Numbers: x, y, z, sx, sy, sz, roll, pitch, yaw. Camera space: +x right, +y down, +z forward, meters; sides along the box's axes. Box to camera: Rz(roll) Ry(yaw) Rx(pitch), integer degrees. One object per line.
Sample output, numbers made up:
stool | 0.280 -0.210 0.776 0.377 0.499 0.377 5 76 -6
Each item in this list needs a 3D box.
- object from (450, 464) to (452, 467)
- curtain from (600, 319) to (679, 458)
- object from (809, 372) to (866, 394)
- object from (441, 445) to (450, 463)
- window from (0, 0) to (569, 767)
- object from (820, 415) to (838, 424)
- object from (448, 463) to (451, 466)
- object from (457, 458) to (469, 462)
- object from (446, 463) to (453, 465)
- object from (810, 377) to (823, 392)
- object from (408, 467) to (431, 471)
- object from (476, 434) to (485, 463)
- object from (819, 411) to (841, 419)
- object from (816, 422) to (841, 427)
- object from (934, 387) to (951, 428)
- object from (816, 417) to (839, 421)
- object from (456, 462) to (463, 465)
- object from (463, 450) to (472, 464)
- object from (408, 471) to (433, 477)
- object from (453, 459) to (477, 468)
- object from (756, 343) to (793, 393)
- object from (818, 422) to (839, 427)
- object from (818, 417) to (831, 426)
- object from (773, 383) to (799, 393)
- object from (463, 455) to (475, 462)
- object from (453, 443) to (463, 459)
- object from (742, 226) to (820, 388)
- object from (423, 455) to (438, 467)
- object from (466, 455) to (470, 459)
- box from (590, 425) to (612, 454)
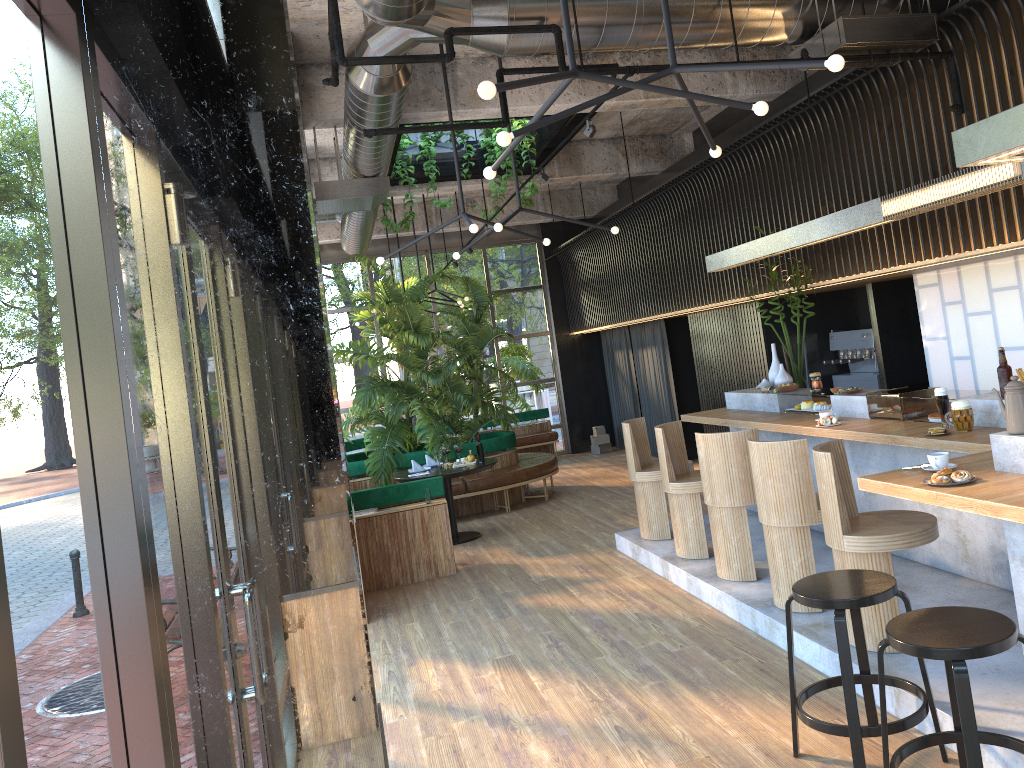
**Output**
object | -0.637 0.846 9.232 0.032 0.031 0.039 -8 0 12
curtain | 1.950 0.073 13.832 0.125 2.059 3.188 -7 0 -11
object | 2.365 -0.005 6.638 0.214 0.134 0.790 -8 2 -5
object | -0.703 0.762 9.509 0.106 0.201 0.098 -7 -1 -24
window | 0.378 -1.682 5.281 4.251 6.497 19.829 -8 1 -11
object | 2.117 0.240 5.919 0.073 0.060 0.124 -8 1 -44
object | -0.653 0.846 9.319 0.033 0.032 0.036 -8 0 -16
object | -0.497 0.799 9.387 0.195 0.038 0.063 -7 1 19
object | -0.670 0.848 9.379 0.099 0.028 0.127 -8 2 2
object | 2.353 0.004 6.892 0.086 0.107 0.161 -8 0 33
object | -0.998 0.897 9.423 0.242 0.019 0.165 -7 2 36
object | -0.335 0.670 9.204 0.068 0.299 0.068 -8 -2 3
object | 2.192 0.217 6.128 0.139 0.064 0.106 -9 1 -34
object | 2.107 0.271 5.910 0.168 0.005 0.166 -8 2 -2
object | 2.460 0.133 5.066 0.072 0.232 0.077 -8 -2 19
object | 2.175 0.248 6.122 0.166 0.020 0.155 -9 2 -17
object | -0.550 0.822 9.269 0.104 0.013 0.217 -8 2 -7
object | -0.465 0.757 9.204 0.146 0.124 0.095 -8 0 -33
object | -0.914 0.901 8.935 0.262 0.019 0.153 -8 2 -14
object | -0.493 0.830 9.288 0.241 0.019 0.350 -8 2 -3
object | 2.225 -0.141 7.484 0.304 0.398 0.331 -8 -1 35
object | 2.107 0.269 5.906 0.118 0.005 0.125 -7 2 26
object | 2.069 0.248 5.890 0.063 0.059 0.071 -8 0 -23
object | 2.227 0.028 7.228 0.193 0.073 0.227 -8 1 7
object | -0.451 0.782 9.298 0.100 0.064 0.161 -9 1 -43
object | -0.568 0.743 9.505 0.106 0.201 0.098 -7 -1 -24
object | 2.333 -0.589 7.529 0.648 1.550 0.607 -9 -2 25
object | -0.852 0.818 9.546 0.244 0.139 0.222 -8 1 -30
object | -0.458 0.793 9.497 0.060 0.072 0.204 -8 1 -21
box | 1.474 0.928 14.823 0.345 0.442 0.269 -8 -1 -25
